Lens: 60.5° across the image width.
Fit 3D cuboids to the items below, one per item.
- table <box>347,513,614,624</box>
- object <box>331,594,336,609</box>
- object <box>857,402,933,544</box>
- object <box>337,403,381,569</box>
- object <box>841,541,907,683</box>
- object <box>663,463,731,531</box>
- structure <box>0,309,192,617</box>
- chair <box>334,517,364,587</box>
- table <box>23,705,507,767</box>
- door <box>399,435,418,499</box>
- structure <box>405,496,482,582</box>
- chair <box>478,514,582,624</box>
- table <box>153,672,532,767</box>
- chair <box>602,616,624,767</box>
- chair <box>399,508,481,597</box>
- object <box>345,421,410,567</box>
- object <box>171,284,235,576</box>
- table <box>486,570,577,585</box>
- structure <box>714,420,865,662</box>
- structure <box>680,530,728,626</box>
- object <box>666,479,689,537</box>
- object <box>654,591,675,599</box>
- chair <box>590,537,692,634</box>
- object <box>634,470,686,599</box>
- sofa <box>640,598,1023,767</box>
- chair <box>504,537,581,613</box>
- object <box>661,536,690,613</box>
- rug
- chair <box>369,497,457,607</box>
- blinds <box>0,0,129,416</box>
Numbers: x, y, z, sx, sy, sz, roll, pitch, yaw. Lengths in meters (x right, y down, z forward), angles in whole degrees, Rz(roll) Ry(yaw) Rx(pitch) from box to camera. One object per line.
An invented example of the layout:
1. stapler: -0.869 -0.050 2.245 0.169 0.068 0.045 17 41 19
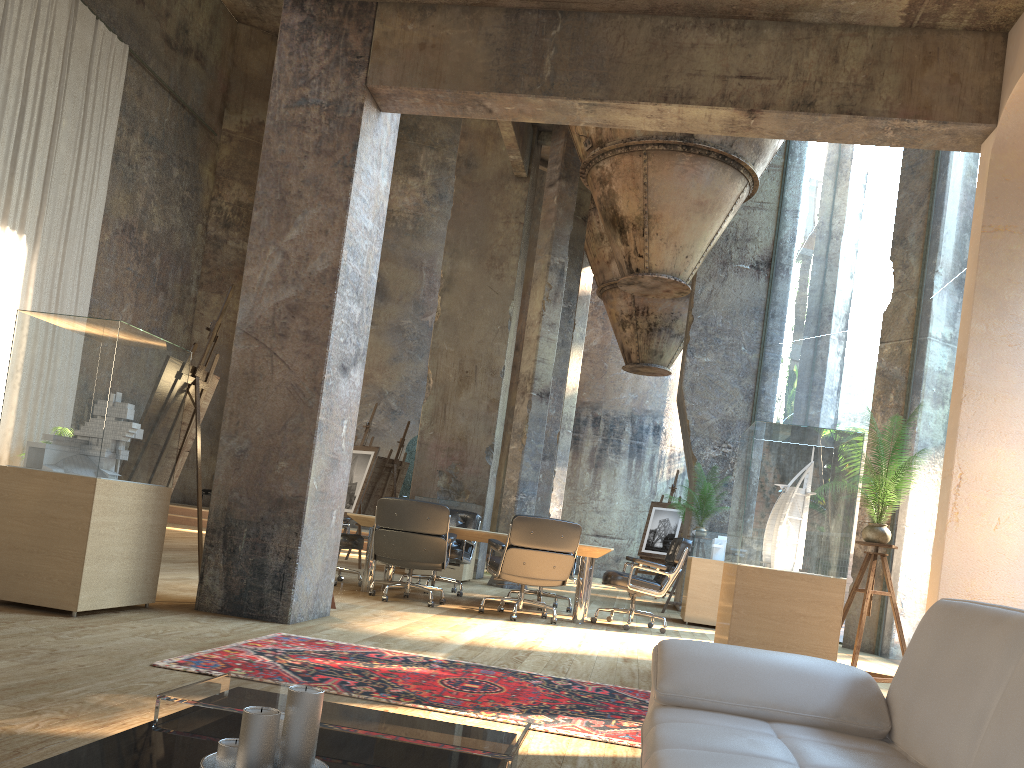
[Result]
1. table: -0.290 1.749 8.356 2.404 0.695 1.119 6 -7 8
2. object: -1.479 0.987 6.488 0.569 1.288 0.665 7 -3 9
3. object: 2.395 0.573 5.672 0.688 0.932 0.867 8 -5 0
4. object: -1.984 1.245 10.902 0.697 2.131 0.693 6 -3 41
5. object: 2.207 1.500 5.645 0.664 0.965 0.570 10 -4 -27
6. object: 2.277 1.410 10.786 0.856 0.933 0.696 7 -5 11
7. structure: -2.361 0.469 4.916 0.593 1.536 0.750 7 -3 9
8. chair: -1.801 1.489 8.592 0.819 0.886 0.738 7 -5 5
9. table: -0.464 0.890 1.833 0.788 0.201 1.125 6 -9 9
10. door: -2.173 2.272 19.849 0.912 2.280 0.091 10 -3 -34
11. structure: -0.879 2.023 11.421 0.741 1.007 0.744 7 -5 9
12. chair: 0.128 1.585 7.604 0.734 0.885 0.824 9 -6 -17
13. table: -0.411 0.937 2.199 0.857 0.244 0.375 6 -7 8
14. chair: -3.255 0.847 6.284 12.919 1.023 31.924 6 -9 9
15. chair: -0.766 1.730 9.199 0.727 0.885 0.832 6 -6 15
16. object: -1.830 1.580 12.787 0.680 2.131 0.710 6 -3 35
17. object: -2.223 0.363 5.810 0.683 2.131 0.707 7 -3 8
18. table: 0.374 2.947 14.535 1.866 0.542 0.953 6 -8 8
19. structure: 1.616 1.067 5.266 0.593 1.536 0.750 7 -3 9
20. structure: 2.296 2.156 9.637 0.733 1.007 0.752 7 -5 9
21. object: 2.633 1.864 13.218 0.684 0.932 0.872 5 -6 29
22. object: 2.558 2.800 13.155 0.658 0.965 0.576 8 -4 3
23. chair: 1.184 1.819 8.145 0.820 0.886 0.737 7 -5 3
24. object: 2.496 2.428 14.355 0.697 2.131 0.693 6 -3 38
25. sofa: 0.075 0.581 1.127 2.059 0.715 2.967 6 -9 9
26. chair: 0.329 1.852 9.039 0.727 0.885 0.831 7 -5 10
27. object: 2.292 2.348 10.656 0.568 0.965 0.667 4 -6 45
28. rug: -0.182 1.392 4.049 2.456 0.009 1.364 6 -9 8
29. chair: -0.868 1.469 7.718 0.729 0.885 0.830 8 -5 3
30. blinds: -8.229 -2.728 12.383 0.274 8.576 7.925 7 -5 10
